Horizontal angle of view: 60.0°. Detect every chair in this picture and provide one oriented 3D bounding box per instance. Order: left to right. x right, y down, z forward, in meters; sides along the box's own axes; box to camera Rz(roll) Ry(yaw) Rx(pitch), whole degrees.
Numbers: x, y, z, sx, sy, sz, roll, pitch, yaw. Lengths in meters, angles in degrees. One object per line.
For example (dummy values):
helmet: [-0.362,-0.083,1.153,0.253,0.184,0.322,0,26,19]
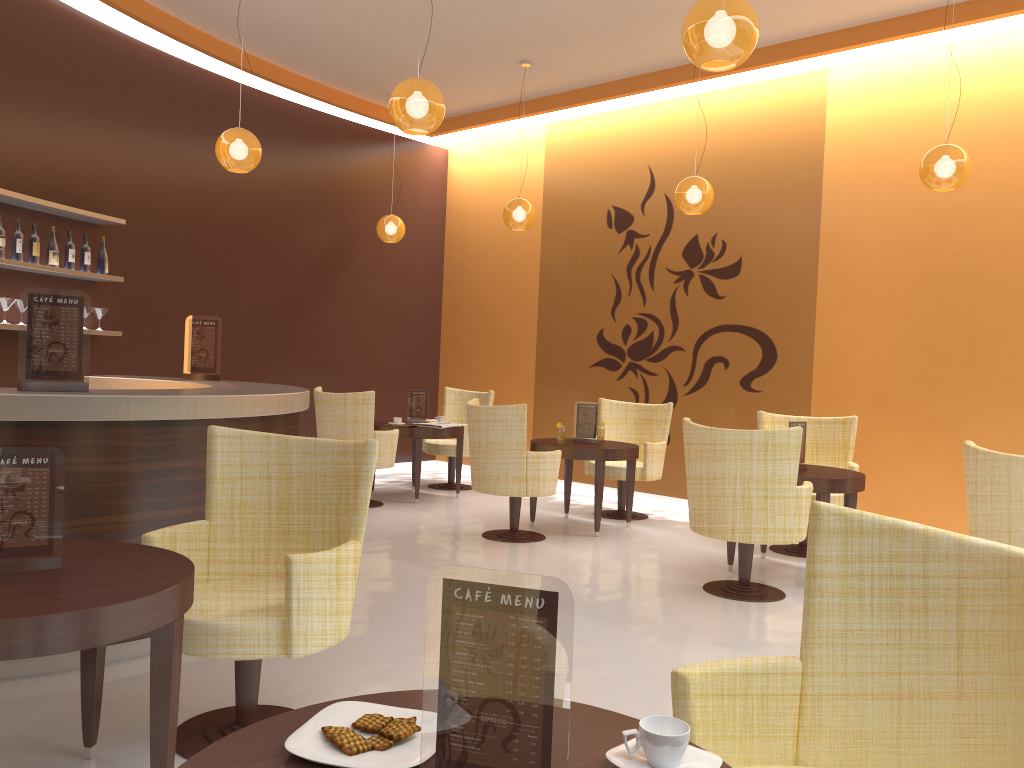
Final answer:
chair: [-0.858,0.678,3.039,0.729,1.017,0.685,3,1,21]
chair: [-1.377,0.549,7.754,0.729,1.017,0.685,4,2,39]
chair: [-0.566,0.553,9.130,0.729,1.017,0.685,4,2,42]
chair: [-0.004,0.635,6.608,0.685,1.017,0.729,2,2,-31]
chair: [1.014,0.651,7.842,0.729,1.017,0.685,3,2,31]
chair: [1.375,0.727,5.224,0.729,1.017,0.685,4,2,39]
chair: [2.189,0.731,6.600,0.729,1.017,0.685,3,1,11]
chair: [0.640,0.776,1.630,0.685,1.017,0.729,2,1,-16]
chair: [2.522,0.801,4.169,0.685,1.017,0.729,1,2,-44]

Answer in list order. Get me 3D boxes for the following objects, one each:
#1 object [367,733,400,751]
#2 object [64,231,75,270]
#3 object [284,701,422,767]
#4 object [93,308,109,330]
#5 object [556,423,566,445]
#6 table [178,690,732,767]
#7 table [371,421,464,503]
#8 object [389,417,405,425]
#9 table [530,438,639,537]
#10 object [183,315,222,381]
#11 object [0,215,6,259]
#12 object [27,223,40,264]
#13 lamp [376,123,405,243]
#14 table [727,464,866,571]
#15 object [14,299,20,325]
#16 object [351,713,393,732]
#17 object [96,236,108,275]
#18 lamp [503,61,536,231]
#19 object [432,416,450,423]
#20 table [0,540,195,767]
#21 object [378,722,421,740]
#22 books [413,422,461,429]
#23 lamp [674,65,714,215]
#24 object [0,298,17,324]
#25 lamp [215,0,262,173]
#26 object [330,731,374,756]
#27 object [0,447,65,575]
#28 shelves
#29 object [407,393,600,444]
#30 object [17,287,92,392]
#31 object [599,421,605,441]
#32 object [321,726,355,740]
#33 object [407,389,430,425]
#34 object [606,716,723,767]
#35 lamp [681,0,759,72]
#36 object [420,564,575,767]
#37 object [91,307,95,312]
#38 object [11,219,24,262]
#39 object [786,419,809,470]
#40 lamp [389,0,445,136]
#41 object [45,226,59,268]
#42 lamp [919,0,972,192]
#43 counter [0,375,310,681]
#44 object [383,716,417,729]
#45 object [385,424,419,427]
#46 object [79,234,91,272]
object: [-0.206,0.561,1.392,0.054,0.018,0.051,3,1,30]
object: [-3.253,-0.976,6.522,0.073,0.297,0.073,2,1,-10]
object: [-0.224,0.563,1.414,0.234,0.020,0.234,3,1,14]
object: [-3.190,-0.498,6.859,0.137,0.174,0.137,3,1,18]
object: [0.388,0.388,6.942,0.067,0.171,0.072,3,1,25]
table: [-0.077,0.923,1.238,0.872,0.679,0.874,2,1,-1]
table: [-0.904,0.724,8.393,0.872,0.679,0.874,2,1,-11]
object: [-1.052,0.344,8.140,0.153,0.069,0.153,2,1,-21]
table: [0.572,0.817,7.178,0.872,0.679,0.874,2,1,-16]
object: [-1.989,-0.231,5.701,0.258,0.414,0.052,3,1,11]
object: [-3.391,-0.968,5.864,0.073,0.297,0.073,2,1,-10]
object: [-3.336,-0.972,6.186,0.073,0.297,0.073,4,2,40]
lamp: [-1.230,-2.222,9.194,0.299,1.500,0.299,4,2,43]
table: [1.848,0.902,5.863,0.872,0.679,0.874,2,1,-11]
object: [-3.381,-0.491,6.116,0.137,0.174,0.137,3,1,18]
object: [-0.229,0.555,1.454,0.055,0.014,0.053,3,1,26]
object: [-3.160,-0.985,6.843,0.086,0.303,0.086,2,2,-33]
lamp: [0.093,-2.137,7.977,0.299,1.500,0.299,2,1,-5]
object: [-0.691,0.348,8.641,0.153,0.069,0.153,3,1,26]
table: [-1.322,0.843,2.371,0.872,0.679,0.874,2,1,-1]
object: [-0.178,0.550,1.408,0.055,0.016,0.052,4,2,42]
books: [-0.689,0.381,8.217,0.345,0.035,0.367,3,2,33]
lamp: [1.417,-2.051,6.760,0.299,1.500,0.299,2,1,-22]
object: [-3.409,-0.489,5.964,0.137,0.174,0.137,3,1,7]
lamp: [-1.801,-2.173,5.915,0.299,1.500,0.299,2,1,-29]
object: [-0.246,0.553,1.366,0.054,0.018,0.051,4,2,41]
object: [-1.314,0.336,2.368,0.209,0.335,0.042,2,2,-34]
shelves: [-3.299,-0.783,4.596,0.586,0.902,4.744,3,1,0]
object: [-0.114,0.265,7.806,2.090,0.335,0.187,4,2,39]
object: [-1.845,-0.176,3.583,0.258,0.414,0.052,2,2,-34]
object: [0.744,0.393,7.425,0.067,0.171,0.072,3,1,0]
object: [-0.273,0.553,1.404,0.052,0.018,0.055,2,1,-23]
object: [-0.889,0.217,8.432,0.209,0.335,0.042,2,1,-24]
object: [0.235,0.560,1.365,0.153,0.069,0.153,4,2,43]
lamp: [0.846,-2.002,3.481,0.299,1.500,0.299,2,2,-37]
object: [-0.023,0.419,1.197,0.209,0.335,0.042,3,1,18]
object: [-3.232,-0.496,6.709,0.137,0.174,0.137,2,1,-23]
object: [-3.363,-0.970,6.033,0.073,0.297,0.073,2,1,-10]
object: [1.877,0.396,5.845,0.209,0.335,0.042,2,1,-29]
lamp: [-0.477,-2.087,4.698,0.299,1.500,0.299,3,1,21]
object: [-3.300,-0.980,6.369,0.086,0.303,0.086,3,1,26]
lamp: [2.740,-1.966,5.543,0.299,1.500,0.299,4,2,43]
counter: [-1.897,0.556,4.615,1.586,1.100,2.917,2,1,-2]
object: [-0.185,0.557,1.442,0.054,0.018,0.051,3,1,0]
object: [-1.064,0.373,8.125,0.239,0.021,0.464,2,2,-34]
object: [-3.212,-0.978,6.675,0.073,0.297,0.073,2,1,-10]
